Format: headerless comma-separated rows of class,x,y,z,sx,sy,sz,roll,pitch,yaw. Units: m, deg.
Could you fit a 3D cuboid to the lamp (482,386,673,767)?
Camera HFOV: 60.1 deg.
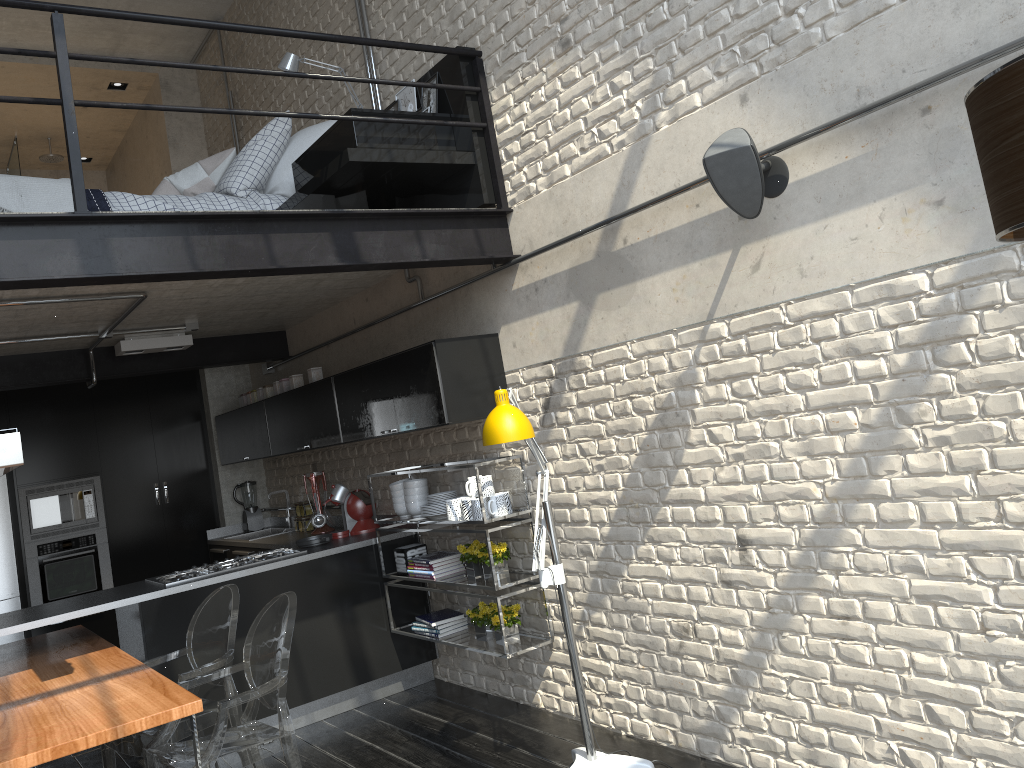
lamp,0.421,0.739,3.016,0.632,1.627,1.558,-8,-4,-21

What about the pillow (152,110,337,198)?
pillow,-1.850,-1.200,5.732,1.148,0.737,2.119,-8,-3,-36

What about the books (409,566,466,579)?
books,-0.420,1.056,4.981,0.212,0.021,0.290,-8,-3,-35

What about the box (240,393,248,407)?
box,-2.112,0.131,7.059,0.081,0.111,0.080,-7,-5,-35

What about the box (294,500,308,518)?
box,-1.565,0.933,6.605,0.080,0.111,0.081,-12,-5,30

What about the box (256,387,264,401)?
box,-1.896,0.082,6.754,0.081,0.111,0.080,-7,-5,-35

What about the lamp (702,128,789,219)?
lamp,0.795,-0.708,2.967,0.176,0.308,0.358,-14,-5,37

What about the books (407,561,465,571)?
books,-0.427,1.017,4.985,0.212,0.021,0.290,-8,-3,-37

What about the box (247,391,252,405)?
box,-2.027,0.112,6.941,0.081,0.111,0.080,-7,-5,-35

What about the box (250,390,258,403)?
box,-1.972,0.099,6.865,0.081,0.111,0.080,-7,-5,-35

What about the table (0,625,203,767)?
table,-2.106,1.659,3.797,0.931,0.737,2.651,-7,-3,-35

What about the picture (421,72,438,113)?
picture,-0.435,-1.489,4.652,0.056,0.251,0.173,-6,-6,-35

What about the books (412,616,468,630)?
books,-0.405,1.334,4.973,0.202,0.023,0.276,-8,-3,-37

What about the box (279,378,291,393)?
box,-1.612,0.017,6.337,0.081,0.111,0.080,-7,-5,-35

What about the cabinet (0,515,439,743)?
cabinet,-2.252,1.621,5.832,2.440,1.010,2.723,-8,-3,-35

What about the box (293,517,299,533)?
box,-1.585,1.049,6.628,0.081,0.111,0.080,-7,-5,-30

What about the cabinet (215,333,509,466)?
cabinet,-1.271,0.216,6.010,0.401,0.424,3.862,-7,-3,-35

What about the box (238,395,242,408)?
box,-2.154,0.141,7.141,0.081,0.111,0.080,-7,-5,-35

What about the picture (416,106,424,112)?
picture,-0.527,-1.403,4.744,0.052,0.121,0.173,-6,-5,-35

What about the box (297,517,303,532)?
box,-1.535,1.038,6.560,0.081,0.111,0.080,-6,-6,-40

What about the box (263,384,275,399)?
box,-1.815,0.063,6.635,0.081,0.111,0.080,-7,-5,-35

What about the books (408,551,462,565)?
books,-0.434,0.979,4.989,0.212,0.021,0.290,-9,-3,-32

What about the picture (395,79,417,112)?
picture,-0.580,-1.488,4.880,0.033,0.316,0.224,-6,-6,-35

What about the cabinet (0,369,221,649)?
cabinet,-3.620,1.161,7.160,2.328,2.488,0.548,-7,-6,-34

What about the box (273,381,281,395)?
box,-1.687,0.034,6.447,0.081,0.111,0.080,-7,-5,-35

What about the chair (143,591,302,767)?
chair,-1.059,1.356,3.435,0.592,0.946,0.535,-6,-6,-40

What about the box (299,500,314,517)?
box,-1.518,0.922,6.536,0.081,0.111,0.080,-6,-6,-40

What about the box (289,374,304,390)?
box,-1.503,-0.008,6.181,0.081,0.111,0.080,-7,-5,-35

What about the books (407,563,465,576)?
books,-0.429,1.037,4.979,0.212,0.021,0.290,-8,-3,-35

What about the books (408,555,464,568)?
books,-0.426,0.997,4.990,0.212,0.021,0.290,-8,-3,-34

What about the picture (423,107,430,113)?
picture,-0.461,-1.401,4.656,0.031,0.087,0.095,-6,-5,-35

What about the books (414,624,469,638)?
books,-0.397,1.376,4.968,0.202,0.023,0.276,-8,-3,-35

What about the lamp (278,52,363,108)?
lamp,-1.059,-1.586,4.998,0.479,0.692,0.170,-12,-6,21

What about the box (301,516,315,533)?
box,-1.494,1.028,6.494,0.081,0.111,0.080,-8,-5,-25

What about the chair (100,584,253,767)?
chair,-1.450,1.444,3.964,0.536,0.946,0.591,-14,-6,40

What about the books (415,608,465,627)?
books,-0.405,1.312,4.977,0.202,0.023,0.276,-9,-2,-25

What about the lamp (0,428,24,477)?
lamp,-2.158,-0.076,3.597,0.125,0.895,1.079,-6,-5,-35

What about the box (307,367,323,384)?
box,-1.310,-0.053,5.902,0.081,0.111,0.080,-7,-5,-35

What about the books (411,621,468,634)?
books,-0.405,1.356,4.967,0.202,0.023,0.276,-8,-3,-40

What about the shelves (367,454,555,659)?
shelves,-0.328,0.907,4.827,0.289,0.932,1.240,-6,-5,-35

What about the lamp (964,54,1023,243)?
lamp,1.696,0.078,1.047,1.831,2.341,0.558,-14,-7,42

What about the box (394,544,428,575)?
box,-0.588,1.027,5.192,0.151,0.151,0.149,-7,-5,-35
